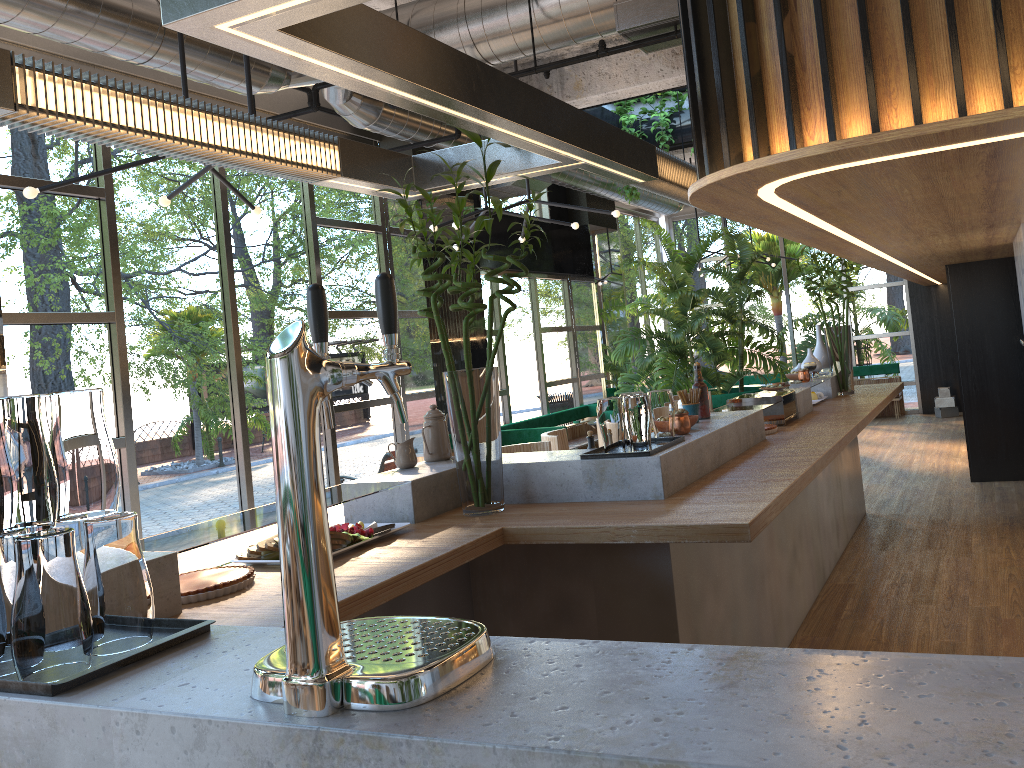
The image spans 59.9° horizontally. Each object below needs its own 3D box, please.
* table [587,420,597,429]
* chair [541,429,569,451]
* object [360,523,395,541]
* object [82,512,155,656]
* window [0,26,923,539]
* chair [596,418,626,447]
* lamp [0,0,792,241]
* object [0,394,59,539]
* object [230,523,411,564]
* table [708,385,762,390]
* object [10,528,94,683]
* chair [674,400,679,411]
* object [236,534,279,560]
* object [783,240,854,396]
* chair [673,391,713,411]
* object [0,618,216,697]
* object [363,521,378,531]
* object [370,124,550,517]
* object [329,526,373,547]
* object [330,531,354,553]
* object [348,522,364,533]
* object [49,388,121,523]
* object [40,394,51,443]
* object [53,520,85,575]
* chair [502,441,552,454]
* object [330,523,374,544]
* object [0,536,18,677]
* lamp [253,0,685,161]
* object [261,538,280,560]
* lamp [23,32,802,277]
[{"bbox_3d":[1.449,0.762,10.189,1.112,0.751,1.088,-6,0,-4],"label":"table"},{"bbox_3d":[0.493,0.756,5.302,0.561,0.970,0.533,-6,-1,-13],"label":"chair"},{"bbox_3d":[-0.443,0.484,2.925,0.114,0.035,0.178,-6,2,8],"label":"object"},{"bbox_3d":[-0.640,0.318,1.435,0.103,0.209,0.107,-6,-1,12],"label":"object"},{"bbox_3d":[-0.462,-1.796,6.046,3.982,6.499,21.159,-6,1,28],"label":"window"},{"bbox_3d":[0.894,0.691,6.047,0.575,0.970,0.519,-5,-2,-40],"label":"chair"},{"bbox_3d":[1.891,-2.115,4.127,4.810,2.134,6.975,-6,1,22],"label":"lamp"},{"bbox_3d":[-0.761,0.123,1.361,0.103,0.209,0.107,-6,-1,12],"label":"object"},{"bbox_3d":[-0.598,0.514,2.849,0.321,0.025,0.514,-5,2,27],"label":"object"},{"bbox_3d":[3.378,0.448,13.806,1.090,0.751,1.110,-6,1,7],"label":"table"},{"bbox_3d":[-0.688,0.326,1.323,0.103,0.209,0.107,-6,-1,12],"label":"object"},{"bbox_3d":[1.246,0.632,6.742,0.547,0.970,0.547,-6,-1,2],"label":"chair"},{"bbox_3d":[-0.718,0.507,2.796,0.187,0.065,0.275,-6,2,14],"label":"object"},{"bbox_3d":[2.407,-0.688,6.745,0.609,1.551,0.646,-5,-2,-24],"label":"object"},{"bbox_3d":[1.643,0.568,7.484,0.521,0.970,0.573,-7,-2,37],"label":"chair"},{"bbox_3d":[-0.738,0.426,1.424,0.420,0.019,0.283,-5,2,26],"label":"object"},{"bbox_3d":[-0.573,0.487,2.861,0.086,0.058,0.351,-5,2,40],"label":"object"},{"bbox_3d":[-0.149,-0.311,3.243,0.643,1.551,0.610,-7,-2,32],"label":"object"},{"bbox_3d":[-0.582,0.490,2.861,0.292,0.061,0.425,-6,2,3],"label":"object"},{"bbox_3d":[-0.573,0.486,2.711,0.128,0.074,0.206,-6,1,27],"label":"object"},{"bbox_3d":[-0.533,0.490,2.935,0.093,0.052,0.126,-6,1,-14],"label":"object"},{"bbox_3d":[-0.711,0.114,1.466,0.103,0.209,0.107,-6,-1,12],"label":"object"},{"bbox_3d":[-0.817,0.124,1.504,0.103,0.209,0.107,-6,-1,12],"label":"object"},{"bbox_3d":[-0.744,0.327,1.481,0.103,0.209,0.107,-6,-1,12],"label":"object"},{"bbox_3d":[0.105,0.818,4.601,0.564,0.970,0.530,-5,-1,-16],"label":"chair"},{"bbox_3d":[-0.541,0.482,2.846,0.175,0.080,0.140,-6,1,19],"label":"object"},{"bbox_3d":[-0.791,0.335,1.379,0.103,0.209,0.107,-6,-1,12],"label":"object"},{"bbox_3d":[1.986,-2.618,10.097,3.646,1.532,10.420,-5,2,26],"label":"lamp"},{"bbox_3d":[-0.685,0.505,2.696,0.146,0.066,0.101,-5,1,23],"label":"object"},{"bbox_3d":[0.777,-2.196,5.752,4.892,1.824,19.646,-5,2,28],"label":"lamp"}]
